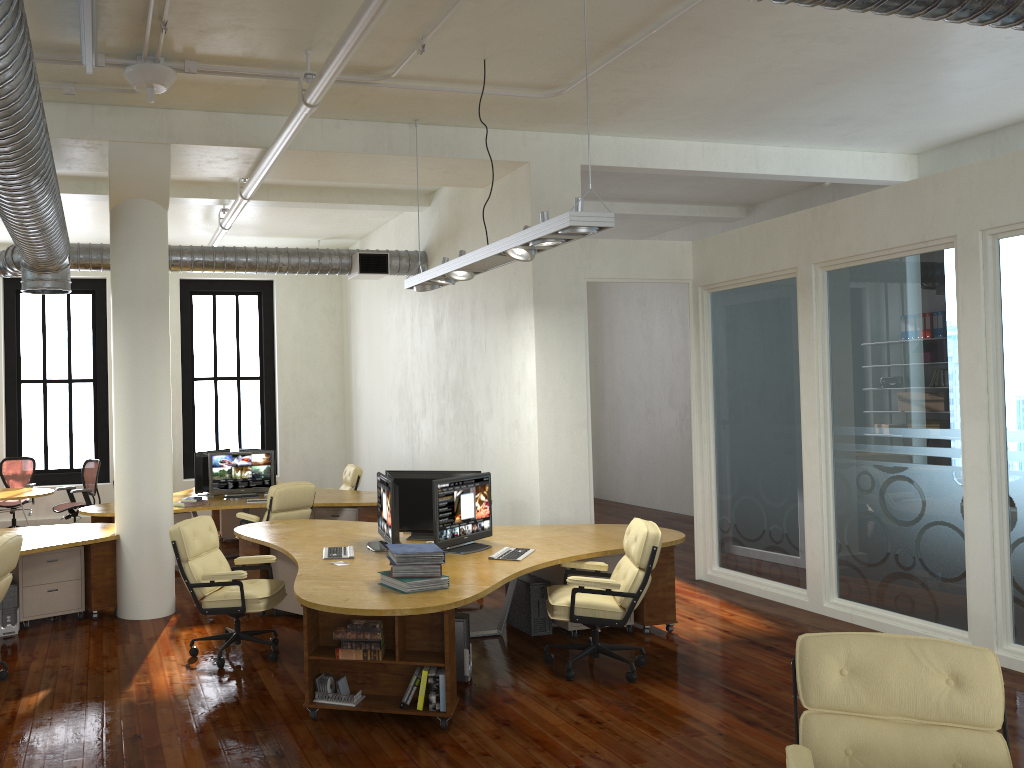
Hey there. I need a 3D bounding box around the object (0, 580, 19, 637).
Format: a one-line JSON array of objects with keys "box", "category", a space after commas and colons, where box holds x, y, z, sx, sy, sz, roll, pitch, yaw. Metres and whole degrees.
[{"box": [-4.347, 1.885, 7.546, 0.163, 0.411, 0.527, -1, -1, -42], "category": "object"}]

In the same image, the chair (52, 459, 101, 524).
[{"box": [-7.925, 1.622, 9.458, 1.041, 1.158, 7.163, -2, -1, 36], "category": "chair"}]

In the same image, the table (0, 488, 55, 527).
[{"box": [-6.905, 1.840, 11.897, 1.527, 0.745, 1.440, -1, -1, 6], "category": "table"}]

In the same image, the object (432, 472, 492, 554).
[{"box": [-0.360, 0.971, 6.700, 0.319, 0.552, 0.732, -2, -1, 33], "category": "object"}]

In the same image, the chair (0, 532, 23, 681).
[{"box": [-3.774, 1.544, 6.029, 0.761, 1.021, 0.736, -1, -1, -10], "category": "chair"}]

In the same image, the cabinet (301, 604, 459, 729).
[{"box": [-0.760, 1.625, 5.544, 0.924, 0.709, 0.853, -2, -1, 10], "category": "cabinet"}]

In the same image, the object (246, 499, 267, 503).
[{"box": [-2.832, 1.347, 10.252, 0.466, 0.016, 0.234, -1, -1, -7], "category": "object"}]

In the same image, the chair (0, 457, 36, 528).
[{"box": [-7.190, 1.655, 12.862, 0.704, 1.158, 0.784, -1, -1, -12], "category": "chair"}]

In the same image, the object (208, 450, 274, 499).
[{"box": [-3.266, 1.095, 10.728, 0.754, 0.552, 0.311, -1, -1, -22], "category": "object"}]

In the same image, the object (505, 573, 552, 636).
[{"box": [0.126, 1.778, 7.212, 0.169, 0.411, 0.509, -1, -1, -24], "category": "object"}]

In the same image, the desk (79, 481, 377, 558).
[{"box": [-3.407, 1.752, 11.399, 3.738, 0.734, 3.648, -1, -1, -14], "category": "desk"}]

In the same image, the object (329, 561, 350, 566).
[{"box": [-1.207, 1.253, 6.199, 0.101, 0.015, 0.146, -1, -1, -33], "category": "object"}]

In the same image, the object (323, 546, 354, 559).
[{"box": [-1.298, 1.260, 6.639, 0.226, 0.016, 0.483, -1, -1, -9], "category": "object"}]

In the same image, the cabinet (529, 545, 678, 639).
[{"box": [0.689, 1.617, 7.261, 0.839, 0.709, 0.937, -1, -1, -21], "category": "cabinet"}]

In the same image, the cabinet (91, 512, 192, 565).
[{"box": [-4.203, 1.770, 10.117, 0.974, 0.709, 0.802, -2, -1, 45], "category": "cabinet"}]

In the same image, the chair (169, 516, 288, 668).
[{"box": [-2.100, 1.515, 6.639, 0.814, 1.021, 0.687, -2, -1, 10], "category": "chair"}]

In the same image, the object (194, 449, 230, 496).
[{"box": [-3.774, 1.114, 11.182, 0.310, 0.552, 0.755, -2, -1, 16], "category": "object"}]

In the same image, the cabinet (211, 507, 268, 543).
[{"box": [-3.766, 1.794, 12.430, 0.849, 0.709, 0.928, -1, -1, -16], "category": "cabinet"}]

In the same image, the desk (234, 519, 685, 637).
[{"box": [-0.963, 1.635, 7.197, 3.857, 0.734, 3.506, -2, -1, 40], "category": "desk"}]

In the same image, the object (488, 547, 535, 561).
[{"box": [0.004, 1.227, 6.418, 0.245, 0.016, 0.444, -2, -1, 17], "category": "object"}]

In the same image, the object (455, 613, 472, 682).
[{"box": [-0.525, 1.776, 6.026, 0.502, 0.411, 0.172, -2, -1, 13], "category": "object"}]

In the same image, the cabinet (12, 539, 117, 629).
[{"box": [-4.126, 1.738, 8.045, 0.803, 0.709, 0.973, -1, -1, -43], "category": "cabinet"}]

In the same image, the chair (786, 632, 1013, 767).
[{"box": [1.271, 1.383, 2.836, 0.768, 1.021, 0.727, -2, -1, 19], "category": "chair"}]

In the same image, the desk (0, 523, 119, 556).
[{"box": [-5.503, 1.741, 7.354, 3.741, 0.734, 3.635, -2, -1, 18], "category": "desk"}]

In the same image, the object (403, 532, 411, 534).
[{"box": [-0.675, 1.259, 7.587, 0.498, 0.016, 0.219, -1, -1, 13], "category": "object"}]

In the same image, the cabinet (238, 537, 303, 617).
[{"box": [-1.831, 1.685, 7.954, 0.979, 0.709, 0.799, -2, -1, 40], "category": "cabinet"}]

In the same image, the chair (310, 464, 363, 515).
[{"box": [-2.420, 1.599, 11.924, 0.748, 1.021, 0.748, -1, -1, -15], "category": "chair"}]

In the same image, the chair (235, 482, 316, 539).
[{"box": [-2.600, 1.571, 9.726, 0.858, 1.021, 0.647, -2, -1, 39], "category": "chair"}]

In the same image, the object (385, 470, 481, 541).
[{"box": [-0.643, 0.985, 7.266, 0.857, 0.552, 0.273, -2, -1, 18], "category": "object"}]

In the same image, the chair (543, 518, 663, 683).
[{"box": [0.604, 1.445, 6.101, 0.801, 1.021, 0.699, -2, -1, 5], "category": "chair"}]

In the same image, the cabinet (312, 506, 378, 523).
[{"box": [-1.827, 1.722, 10.496, 0.941, 0.709, 0.836, -2, -1, 15], "category": "cabinet"}]

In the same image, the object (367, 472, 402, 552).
[{"box": [-0.986, 0.988, 6.886, 0.281, 0.552, 0.834, -1, -1, -15], "category": "object"}]

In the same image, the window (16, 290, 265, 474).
[{"box": [5.292, 0.488, 0.240, 65.906, 14.082, 51.324, -1, -1, -37], "category": "window"}]

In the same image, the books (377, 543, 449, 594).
[{"box": [-0.612, 1.122, 5.436, 0.406, 0.227, 0.470, -1, -1, -10], "category": "books"}]

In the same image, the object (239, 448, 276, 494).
[{"box": [-3.245, 1.103, 11.303, 0.889, 0.552, 0.263, -2, -1, 44], "category": "object"}]
